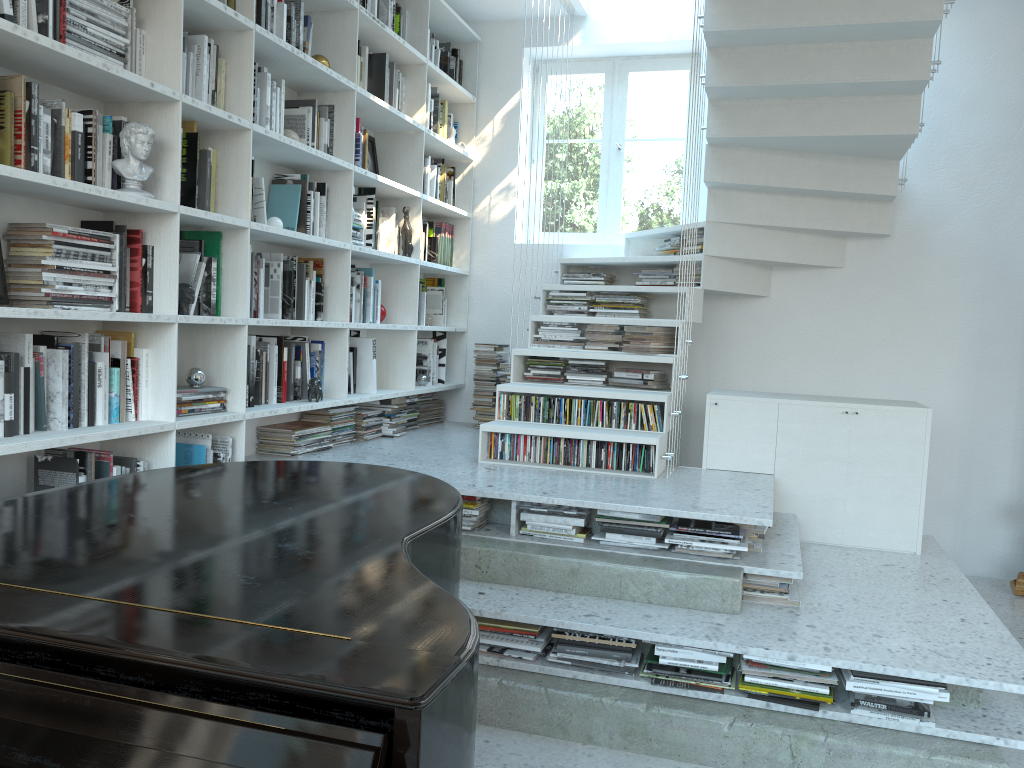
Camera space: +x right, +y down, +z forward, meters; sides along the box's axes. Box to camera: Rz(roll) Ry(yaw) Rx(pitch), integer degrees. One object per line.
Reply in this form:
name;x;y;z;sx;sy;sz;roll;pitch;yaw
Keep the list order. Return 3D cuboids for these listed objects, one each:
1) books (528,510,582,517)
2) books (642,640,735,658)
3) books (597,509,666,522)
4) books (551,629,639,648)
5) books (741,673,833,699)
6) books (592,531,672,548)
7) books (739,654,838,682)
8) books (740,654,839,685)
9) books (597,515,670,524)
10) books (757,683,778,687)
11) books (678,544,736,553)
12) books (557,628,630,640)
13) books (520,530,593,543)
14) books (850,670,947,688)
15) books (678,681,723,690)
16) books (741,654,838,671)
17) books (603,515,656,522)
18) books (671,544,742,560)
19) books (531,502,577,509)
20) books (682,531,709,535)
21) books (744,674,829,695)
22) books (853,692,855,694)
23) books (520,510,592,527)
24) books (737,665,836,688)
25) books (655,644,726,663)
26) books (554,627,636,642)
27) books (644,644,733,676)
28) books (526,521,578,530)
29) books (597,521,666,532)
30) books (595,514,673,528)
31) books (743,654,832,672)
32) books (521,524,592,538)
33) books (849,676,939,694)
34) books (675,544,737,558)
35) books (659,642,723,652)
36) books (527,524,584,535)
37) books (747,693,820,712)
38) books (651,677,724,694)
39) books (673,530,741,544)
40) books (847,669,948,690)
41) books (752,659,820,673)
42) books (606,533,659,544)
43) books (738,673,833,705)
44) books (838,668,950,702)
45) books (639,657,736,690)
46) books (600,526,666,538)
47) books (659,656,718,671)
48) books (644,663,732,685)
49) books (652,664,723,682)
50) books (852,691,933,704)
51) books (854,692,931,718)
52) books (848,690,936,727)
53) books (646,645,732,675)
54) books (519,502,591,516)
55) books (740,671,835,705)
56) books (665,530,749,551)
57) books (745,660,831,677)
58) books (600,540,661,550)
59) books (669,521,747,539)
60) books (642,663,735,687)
books;0.179;0.493;3.492;0.208;0.017;0.145;3;4;11
books;0.579;0.834;2.875;0.288;0.013;0.139;4;4;21
books;0.466;0.484;3.382;0.237;0.022;0.189;4;4;21
books;0.283;0.827;2.952;0.281;0.014;0.170;3;4;13
books;0.863;0.934;2.793;0.268;0.006;0.170;4;4;16
books;0.467;0.594;3.409;0.292;0.007;0.154;4;4;19
books;0.867;0.895;2.799;0.292;0.007;0.131;3;4;12
books;0.862;0.887;2.779;0.281;0.013;0.168;3;4;11
books;0.469;0.505;3.397;0.260;0.007;0.171;4;4;14
books;0.866;0.924;2.800;0.196;0.014;0.154;4;4;16
books;0.734;0.602;3.336;0.208;0.015;0.152;3;4;13
books;0.287;0.808;2.961;0.239;0.008;0.160;4;4;17
books;0.176;0.590;3.504;0.262;0.016;0.132;4;4;21
books;1.153;0.861;2.681;0.256;0.014;0.192;3;4;12
books;0.574;0.940;2.881;0.236;0.008;0.147;4;4;21
books;0.869;0.861;2.796;0.284;0.008;0.133;3;4;12
books;0.470;0.498;3.396;0.208;0.008;0.170;4;4;19
books;0.736;0.627;3.347;0.249;0.009;0.144;4;4;16
books;0.183;0.463;3.497;0.181;0.014;0.134;4;4;21
books;0.746;0.557;3.364;0.190;0.011;0.090;4;4;14
books;0.860;0.911;2.779;0.246;0.015;0.191;4;4;17
books;1.159;0.962;2.726;0.205;0.014;0.132;4;4;16
books;0.175;0.516;3.484;0.250;0.029;0.174;4;4;14
books;0.864;0.901;2.791;0.290;0.004;0.150;4;4;20
books;0.579;0.854;2.878;0.222;0.028;0.141;3;4;11
books;0.288;0.815;2.965;0.268;0.007;0.157;4;4;16
books;0.574;0.889;2.869;0.260;0.007;0.171;4;4;19
books;0.173;0.539;3.481;0.187;0.015;0.177;4;4;21
books;0.467;0.532;3.396;0.250;0.009;0.187;4;4;16
books;0.469;0.515;3.397;0.281;0.013;0.168;3;4;13
books;0.864;0.840;2.774;0.256;0.016;0.182;4;4;19
books;0.179;0.575;3.511;0.258;0.013;0.136;4;4;16
books;1.156;0.885;2.697;0.243;0.015;0.164;4;4;20
books;0.732;0.617;3.331;0.212;0.014;0.161;4;4;20
books;0.580;0.821;2.874;0.215;0.014;0.156;4;4;18
books;0.175;0.557;3.493;0.192;0.024;0.167;4;4;17
books;0.856;0.961;2.776;0.208;0.016;0.191;4;4;21
books;0.568;0.948;2.862;0.224;0.005;0.192;3;4;12
books;0.739;0.569;3.344;0.242;0.012;0.137;4;4;17
books;1.154;0.873;2.689;0.266;0.010;0.176;3;4;12
books;0.863;0.853;2.775;0.195;0.010;0.178;4;4;21
books;0.469;0.576;3.413;0.189;0.028;0.155;4;4;17
books;0.858;0.941;2.779;0.275;0.006;0.191;4;4;18
books;1.155;0.906;2.698;0.287;0.027;0.156;3;4;11
books;0.573;0.934;2.876;0.297;0.005;0.171;4;4;15
books;0.468;0.549;3.402;0.230;0.026;0.177;4;4;16
books;0.574;0.877;2.866;0.182;0.017;0.180;3;4;13
books;0.572;0.919;2.871;0.267;0.008;0.180;4;4;15
books;0.571;0.909;2.865;0.215;0.013;0.189;4;4;14
books;1.159;0.928;2.719;0.224;0.019;0.137;4;4;17
books;1.149;0.947;2.690;0.205;0.017;0.187;4;4;21
books;1.150;0.979;2.698;0.230;0.017;0.184;4;4;18
books;0.578;0.896;2.886;0.266;0.010;0.145;4;4;15
books;0.173;0.479;3.469;0.256;0.014;0.192;3;4;12
books;0.860;0.948;2.786;0.276;0.009;0.178;4;4;14
books;0.731;0.583;3.322;0.297;0.014;0.184;4;4;15
books;0.865;0.868;2.786;0.251;0.006;0.175;4;4;16
books;0.467;0.607;3.413;0.230;0.020;0.142;4;4;21
books;0.739;0.548;3.338;0.269;0.009;0.132;4;4;20
books;0.574;0.927;2.877;0.275;0.009;0.158;4;4;19
